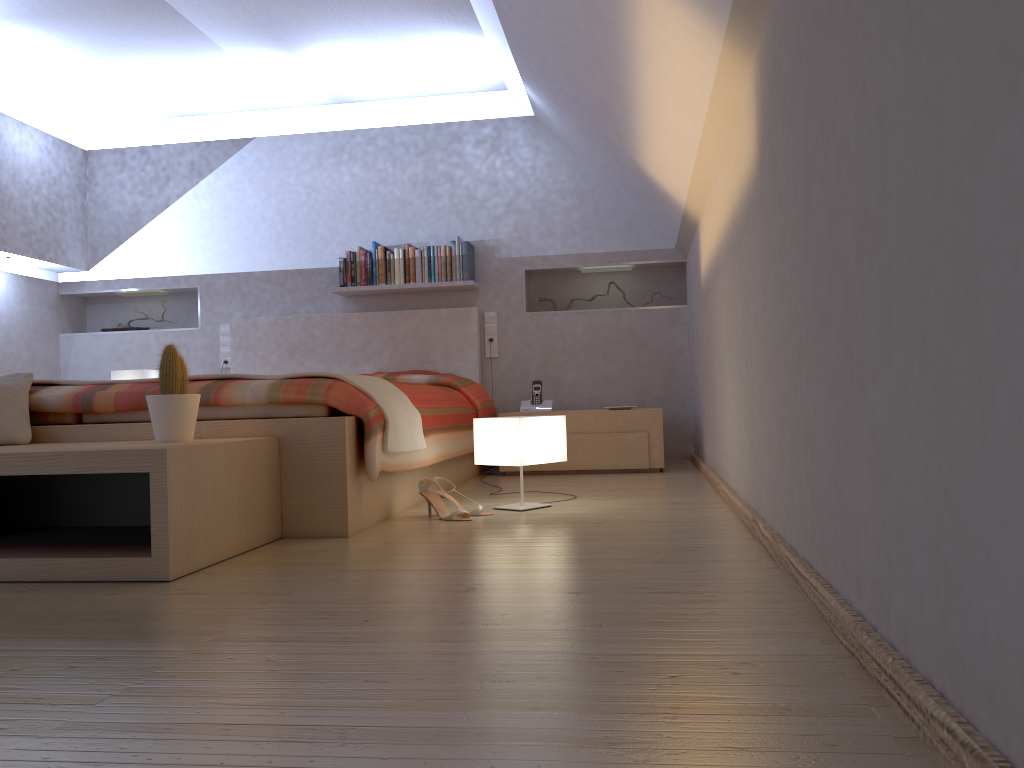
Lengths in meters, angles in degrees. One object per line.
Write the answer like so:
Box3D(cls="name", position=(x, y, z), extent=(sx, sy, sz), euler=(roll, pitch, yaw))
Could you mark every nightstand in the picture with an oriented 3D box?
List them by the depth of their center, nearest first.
Box3D(cls="nightstand", position=(0.414, 0.314, 5.034), extent=(0.859, 0.329, 0.847), euler=(-2, -1, 8))

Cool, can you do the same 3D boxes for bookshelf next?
Box3D(cls="bookshelf", position=(-1.481, 0.330, 2.453), extent=(1.495, 0.303, 0.643), euler=(-2, -1, 8))
Box3D(cls="bookshelf", position=(-0.675, -0.605, 5.623), extent=(0.916, 0.028, 0.223), euler=(-2, -1, 8))

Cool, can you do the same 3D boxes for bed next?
Box3D(cls="bed", position=(-1.230, 0.018, 4.267), extent=(2.087, 0.994, 3.009), euler=(-2, -1, 8))

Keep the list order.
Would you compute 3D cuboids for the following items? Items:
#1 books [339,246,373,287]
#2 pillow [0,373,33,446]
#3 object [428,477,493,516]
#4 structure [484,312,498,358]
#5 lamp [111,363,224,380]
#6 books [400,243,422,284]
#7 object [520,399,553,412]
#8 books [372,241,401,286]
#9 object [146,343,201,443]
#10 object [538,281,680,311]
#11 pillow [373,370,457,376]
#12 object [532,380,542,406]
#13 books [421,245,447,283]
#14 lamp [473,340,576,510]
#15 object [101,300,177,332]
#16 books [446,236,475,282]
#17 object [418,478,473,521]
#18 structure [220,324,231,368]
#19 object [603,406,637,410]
Box3D(cls="books", position=(-0.971, -0.740, 5.664), extent=(0.209, 0.260, 0.215), euler=(-2, -1, 8))
Box3D(cls="pillow", position=(-1.769, 0.082, 2.751), extent=(0.498, 0.241, 0.470), euler=(-1, -1, -27))
Box3D(cls="object", position=(-0.180, 0.389, 3.095), extent=(0.235, 0.132, 0.079), euler=(-2, -1, 14))
Box3D(cls="structure", position=(-0.132, -0.313, 5.650), extent=(0.077, 0.286, 0.034), euler=(-2, -1, 8))
Box3D(cls="lamp", position=(-2.222, 0.117, 5.691), extent=(0.318, 0.515, 0.684), euler=(-3, -2, 37))
Box3D(cls="books", position=(-0.622, -0.752, 5.617), extent=(0.140, 0.260, 0.209), euler=(-2, -1, 8))
Box3D(cls="object", position=(0.152, 0.127, 5.388), extent=(0.192, 0.087, 0.153), euler=(-2, -1, 8))
Box3D(cls="books", position=(-0.779, -0.757, 5.644), extent=(0.178, 0.281, 0.200), euler=(-2, -1, 8))
Box3D(cls="object", position=(-0.948, 0.024, 2.484), extent=(0.144, 0.294, 0.144), euler=(-3, -1, 33))
Box3D(cls="object", position=(0.616, -0.562, 5.696), extent=(0.905, 0.193, 0.085), euler=(-2, -1, 8))
Box3D(cls="pillow", position=(-0.646, 0.001, 5.372), extent=(0.566, 0.188, 0.497), euler=(-2, -1, 9))
Box3D(cls="object", position=(0.153, 0.062, 5.408), extent=(0.060, 0.169, 0.079), euler=(-2, -1, 8))
Box3D(cls="books", position=(-0.473, -0.743, 5.600), extent=(0.159, 0.231, 0.200), euler=(-2, -1, 8))
Box3D(cls="lamp", position=(0.029, 0.080, 4.350), extent=(0.396, 0.788, 2.551), euler=(-2, -1, -1))
Box3D(cls="object", position=(-2.575, -0.480, 6.159), extent=(0.589, 0.242, 0.183), euler=(-2, -1, 7))
Box3D(cls="books", position=(-0.324, -0.773, 5.579), extent=(0.145, 0.281, 0.200), euler=(-2, -1, 8))
Box3D(cls="object", position=(-0.226, 0.389, 3.003), extent=(0.235, 0.132, 0.079), euler=(-3, -2, 40))
Box3D(cls="structure", position=(-1.901, -0.252, 5.903), extent=(0.077, 0.286, 0.034), euler=(-2, -1, 8))
Box3D(cls="object", position=(0.583, 0.130, 4.769), extent=(0.179, 0.015, 0.177), euler=(-2, -1, 9))
